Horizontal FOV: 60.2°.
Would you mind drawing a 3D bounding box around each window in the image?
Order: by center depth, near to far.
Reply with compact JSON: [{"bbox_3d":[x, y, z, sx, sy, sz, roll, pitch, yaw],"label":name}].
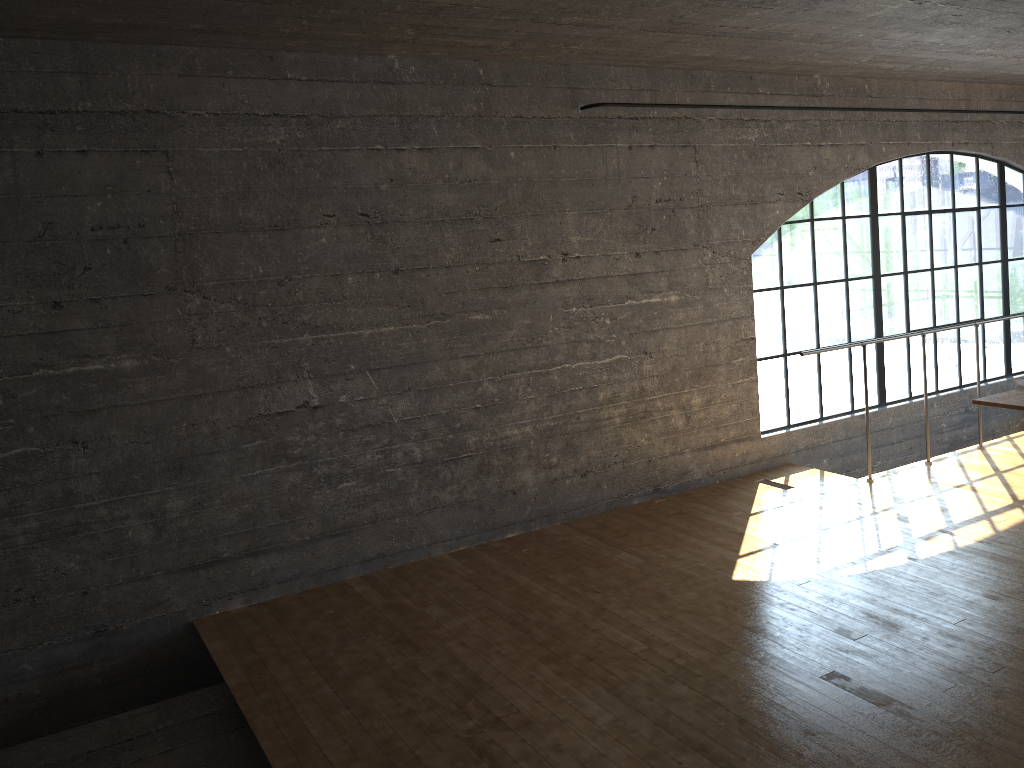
[{"bbox_3d":[5.252,-0.857,5.876,6.937,1.856,3.221,-1,8,21],"label":"window"}]

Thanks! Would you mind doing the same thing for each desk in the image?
[{"bbox_3d":[3.936,0.273,4.072,3.526,0.733,1.643,-9,10,-28],"label":"desk"}]

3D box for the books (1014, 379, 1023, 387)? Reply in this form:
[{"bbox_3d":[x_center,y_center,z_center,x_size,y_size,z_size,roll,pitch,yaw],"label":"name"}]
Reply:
[{"bbox_3d":[2.481,0.000,3.957,0.307,0.044,0.321,-3,9,5],"label":"books"}]
